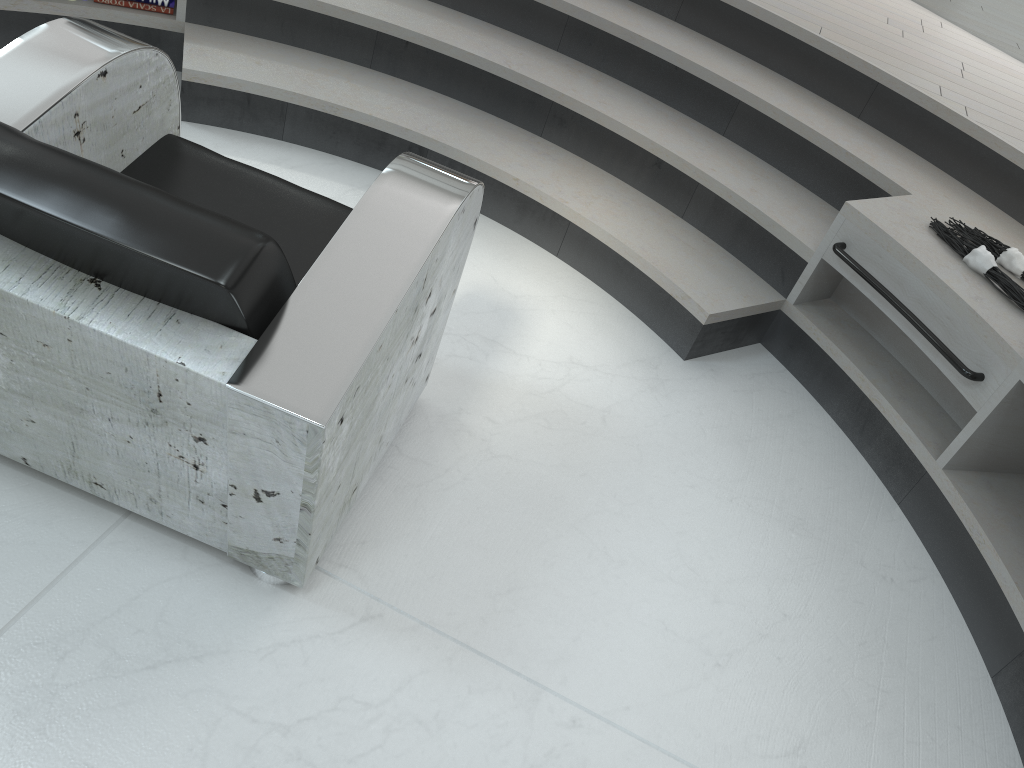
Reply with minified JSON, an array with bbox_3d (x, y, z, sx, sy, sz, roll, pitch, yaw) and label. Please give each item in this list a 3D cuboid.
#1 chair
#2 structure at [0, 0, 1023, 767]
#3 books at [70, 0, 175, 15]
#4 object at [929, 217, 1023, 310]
[{"bbox_3d":[-0.585,-0.178,1.629,0.823,0.710,0.751,23,38,2],"label":"chair"},{"bbox_3d":[-0.488,-0.200,1.709,4.713,0.684,4.769,-4,44,-29],"label":"structure"},{"bbox_3d":[-1.385,-1.296,2.750,0.666,0.166,0.243,-8,46,-32],"label":"books"},{"bbox_3d":[1.312,-0.312,2.376,0.218,0.081,0.479,2,42,-23],"label":"object"}]
